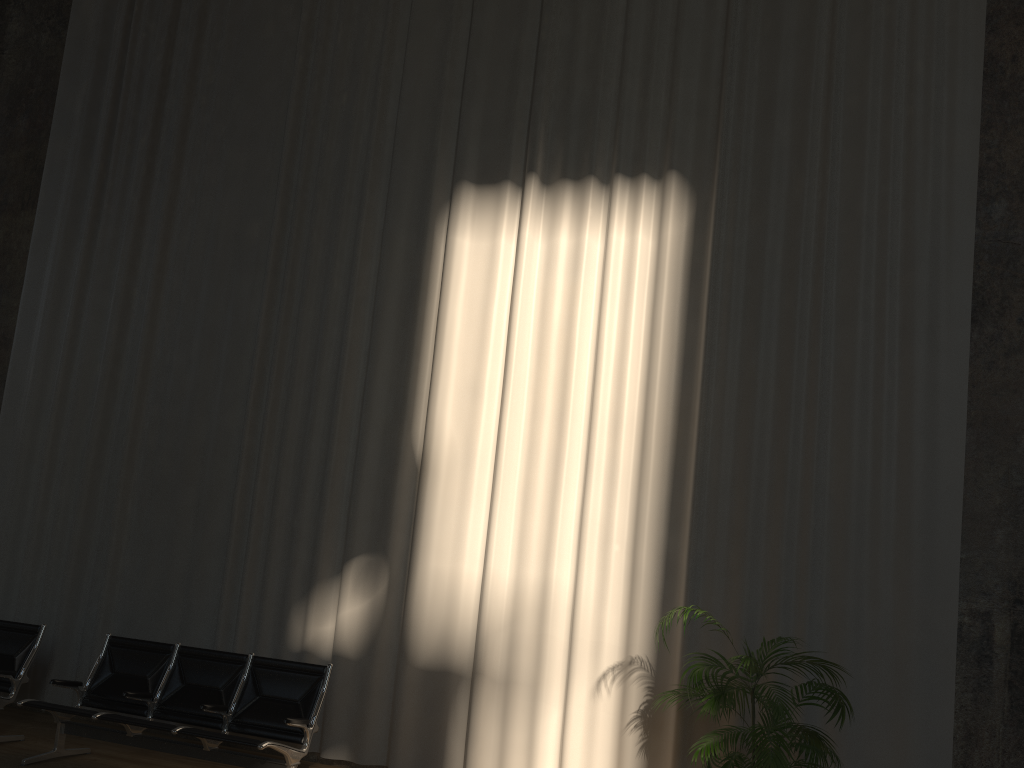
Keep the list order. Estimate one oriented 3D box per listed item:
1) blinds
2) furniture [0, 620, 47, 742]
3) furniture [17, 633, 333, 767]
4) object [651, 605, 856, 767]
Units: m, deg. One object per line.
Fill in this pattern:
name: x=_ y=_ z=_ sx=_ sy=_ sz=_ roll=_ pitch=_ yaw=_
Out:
blinds: x=-0.725 y=-1.465 z=6.781 sx=7.805 sy=8.509 sz=0.279 roll=3 pitch=-7 yaw=20
furniture: x=-4.431 y=2.066 z=6.386 sx=1.864 sy=0.829 sz=0.723 roll=2 pitch=-10 yaw=19
furniture: x=-2.173 y=2.117 z=5.621 sx=1.864 sy=0.829 sz=0.723 roll=2 pitch=-10 yaw=19
object: x=1.304 y=1.987 z=4.858 sx=1.126 sy=1.432 sz=1.114 roll=4 pitch=-9 yaw=10
